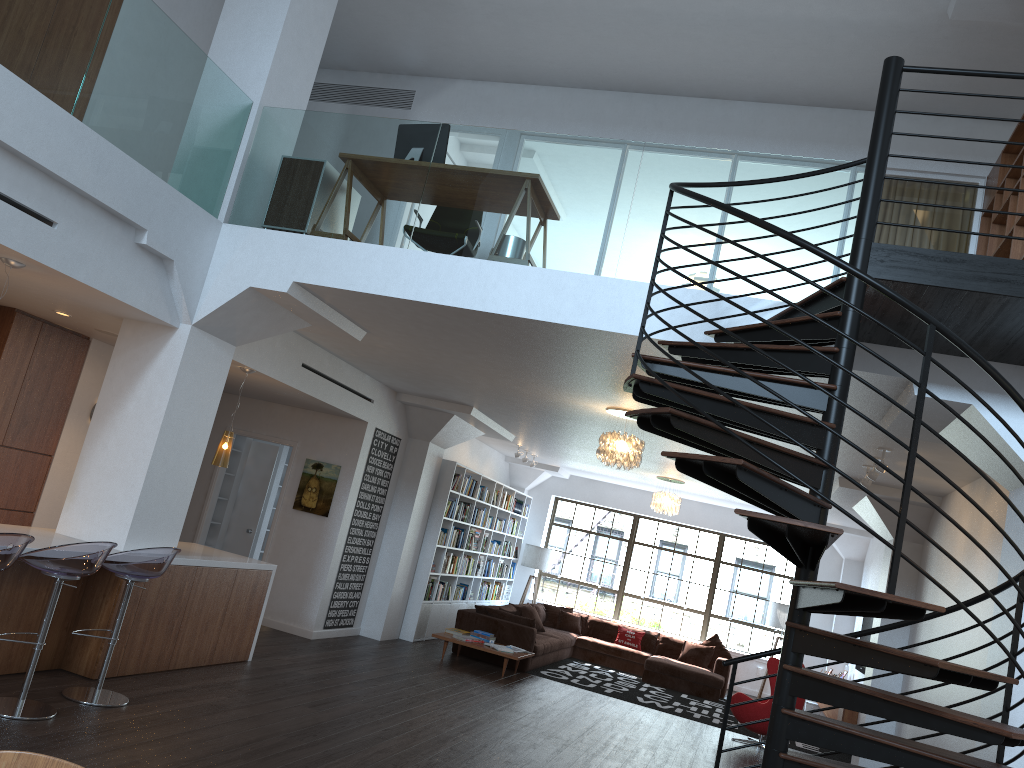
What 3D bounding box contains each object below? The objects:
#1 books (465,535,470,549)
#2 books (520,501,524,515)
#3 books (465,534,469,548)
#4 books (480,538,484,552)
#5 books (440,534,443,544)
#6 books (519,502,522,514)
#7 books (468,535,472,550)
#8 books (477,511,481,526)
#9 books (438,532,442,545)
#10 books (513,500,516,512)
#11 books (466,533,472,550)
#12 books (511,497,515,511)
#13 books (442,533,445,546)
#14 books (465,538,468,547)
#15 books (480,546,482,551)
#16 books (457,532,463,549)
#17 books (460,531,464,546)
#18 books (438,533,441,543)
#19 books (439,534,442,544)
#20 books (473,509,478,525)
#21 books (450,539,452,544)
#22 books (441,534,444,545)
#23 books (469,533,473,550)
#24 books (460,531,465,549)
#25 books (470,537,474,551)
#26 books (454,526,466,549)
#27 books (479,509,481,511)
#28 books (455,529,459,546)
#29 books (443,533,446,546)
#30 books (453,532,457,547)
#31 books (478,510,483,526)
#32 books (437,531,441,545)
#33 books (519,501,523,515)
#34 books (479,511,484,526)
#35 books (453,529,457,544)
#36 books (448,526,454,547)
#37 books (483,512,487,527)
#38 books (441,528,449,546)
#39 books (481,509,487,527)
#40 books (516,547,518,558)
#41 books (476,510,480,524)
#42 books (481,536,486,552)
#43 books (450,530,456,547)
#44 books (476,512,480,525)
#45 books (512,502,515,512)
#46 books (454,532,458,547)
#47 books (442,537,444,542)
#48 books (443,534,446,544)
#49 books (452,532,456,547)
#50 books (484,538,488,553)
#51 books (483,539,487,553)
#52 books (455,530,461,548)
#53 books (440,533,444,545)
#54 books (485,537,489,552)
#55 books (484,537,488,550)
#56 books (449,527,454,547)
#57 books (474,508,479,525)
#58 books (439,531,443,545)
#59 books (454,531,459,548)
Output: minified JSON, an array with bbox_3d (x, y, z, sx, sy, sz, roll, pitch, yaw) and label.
[{"bbox_3d":[-0.728,2.324,13.135,0.161,0.223,0.032,10,-10,17],"label":"books"},{"bbox_3d":[0.090,2.182,15.726,0.183,0.253,0.042,10,-10,17],"label":"books"},{"bbox_3d":[-0.741,2.302,13.111,0.160,0.251,0.031,10,-10,17],"label":"books"},{"bbox_3d":[-0.533,2.503,13.872,0.161,0.223,0.030,10,-10,17],"label":"books"},{"bbox_3d":[-1.015,2.086,12.047,0.128,0.178,0.022,10,-10,17],"label":"books"},{"bbox_3d":[0.068,2.162,15.644,0.183,0.253,0.042,10,-10,17],"label":"books"},{"bbox_3d":[-0.694,2.352,13.245,0.161,0.223,0.032,10,-10,17],"label":"books"},{"bbox_3d":[-0.572,2.023,13.451,0.161,0.223,0.027,10,-10,17],"label":"books"},{"bbox_3d":[-1.026,2.071,11.976,0.128,0.178,0.022,10,-10,17],"label":"books"},{"bbox_3d":[-0.028,2.083,15.238,0.161,0.223,0.032,10,-10,17],"label":"books"},{"bbox_3d":[-0.715,2.326,13.177,0.174,0.240,0.054,10,-10,17],"label":"books"},{"bbox_3d":[-0.077,2.018,15.121,0.198,0.284,0.049,10,-10,17],"label":"books"},{"bbox_3d":[-0.986,2.111,12.113,0.120,0.167,0.020,10,-10,17],"label":"books"},{"bbox_3d":[-0.756,2.275,13.078,0.198,0.284,0.049,10,-10,17],"label":"books"},{"bbox_3d":[-0.545,2.482,13.850,0.160,0.251,0.029,10,-10,17],"label":"books"},{"bbox_3d":[-0.815,2.234,12.790,0.174,0.239,0.045,10,-10,17],"label":"books"},{"bbox_3d":[-0.810,2.235,12.831,0.182,0.253,0.034,10,-10,17],"label":"books"},{"bbox_3d":[-1.035,2.055,11.961,0.127,0.200,0.020,10,-10,17],"label":"books"},{"bbox_3d":[-1.023,2.076,11.997,0.128,0.178,0.021,10,-10,17],"label":"books"},{"bbox_3d":[-0.628,1.963,13.236,0.174,0.239,0.045,10,-10,17],"label":"books"},{"bbox_3d":[-0.921,2.153,12.429,0.161,0.223,0.027,10,-10,17],"label":"books"},{"bbox_3d":[-0.995,2.109,12.076,0.110,0.153,0.019,10,-10,17],"label":"books"},{"bbox_3d":[-0.695,2.343,13.287,0.183,0.253,0.042,10,-10,17],"label":"books"},{"bbox_3d":[-0.792,2.245,12.860,0.182,0.253,0.034,10,-10,17],"label":"books"},{"bbox_3d":[-0.659,2.396,13.393,0.161,0.207,0.135,10,-10,16],"label":"books"},{"bbox_3d":[-0.782,2.239,12.925,0.176,0.294,0.102,10,-10,17],"label":"books"},{"bbox_3d":[-0.570,2.015,13.480,0.159,0.250,0.026,10,-10,17],"label":"books"},{"bbox_3d":[-0.870,2.193,12.672,0.182,0.253,0.034,10,-10,17],"label":"books"},{"bbox_3d":[-0.967,2.124,12.160,0.107,0.167,0.017,10,-10,17],"label":"books"},{"bbox_3d":[-0.874,2.189,12.572,0.161,0.223,0.027,10,-10,17],"label":"books"},{"bbox_3d":[-0.559,2.026,13.519,0.170,0.245,0.057,10,-10,17],"label":"books"},{"bbox_3d":[-1.043,2.049,11.929,0.136,0.196,0.045,10,-10,17],"label":"books"},{"bbox_3d":[0.077,2.171,15.686,0.183,0.253,0.042,10,-10,17],"label":"books"},{"bbox_3d":[-0.544,2.042,13.565,0.174,0.239,0.045,10,-10,17],"label":"books"},{"bbox_3d":[-0.885,2.169,12.552,0.159,0.250,0.026,10,-10,17],"label":"books"},{"bbox_3d":[-0.944,2.100,12.340,0.197,0.283,0.065,10,-10,17],"label":"books"},{"bbox_3d":[-0.486,2.085,13.763,0.159,0.250,0.026,10,-10,17],"label":"books"},{"bbox_3d":[-0.967,2.098,12.203,0.140,0.231,0.042,10,-10,17],"label":"books"},{"bbox_3d":[-0.514,2.050,13.701,0.197,0.283,0.065,10,-10,17],"label":"books"},{"bbox_3d":[0.016,3.006,15.938,0.182,0.215,0.188,10,-10,17],"label":"books"},{"bbox_3d":[-0.596,2.004,13.399,0.167,0.230,0.037,10,-10,17],"label":"books"},{"bbox_3d":[-0.518,2.498,13.913,0.174,0.251,0.051,10,-10,17],"label":"books"},{"bbox_3d":[-0.905,2.154,12.463,0.174,0.239,0.045,10,-10,17],"label":"books"},{"bbox_3d":[-0.581,2.017,13.426,0.161,0.223,0.026,10,-10,17],"label":"books"},{"bbox_3d":[-0.044,2.074,15.211,0.161,0.223,0.033,10,-10,17],"label":"books"},{"bbox_3d":[-0.870,2.195,12.598,0.161,0.223,0.026,10,-10,17],"label":"books"},{"bbox_3d":[-0.992,2.113,12.094,0.110,0.153,0.018,10,-10,17],"label":"books"},{"bbox_3d":[-0.974,2.120,12.136,0.106,0.162,0.032,10,-10,17],"label":"books"},{"bbox_3d":[-0.895,2.162,12.512,0.170,0.245,0.057,10,-10,17],"label":"books"},{"bbox_3d":[-0.482,2.540,14.078,0.171,0.246,0.036,10,-10,17],"label":"books"},{"bbox_3d":[-0.500,2.529,13.975,0.161,0.223,0.030,10,-10,17],"label":"books"},{"bbox_3d":[-0.840,2.204,12.697,0.182,0.253,0.034,10,-10,17],"label":"books"},{"bbox_3d":[-1.002,2.095,12.063,0.109,0.171,0.018,10,-10,17],"label":"books"},{"bbox_3d":[-0.475,2.545,14.113,0.160,0.251,0.036,10,-10,17],"label":"books"},{"bbox_3d":[-0.502,2.522,14.014,0.183,0.253,0.039,10,-10,17],"label":"books"},{"bbox_3d":[-0.924,2.111,12.396,0.176,0.290,0.053,10,-10,17],"label":"books"},{"bbox_3d":[-0.603,1.979,13.332,0.182,0.253,0.034,10,-10,17],"label":"books"},{"bbox_3d":[-1.022,2.077,12.024,0.134,0.184,0.030,10,-10,17],"label":"books"},{"bbox_3d":[-0.869,2.197,12.632,0.167,0.230,0.037,10,-10,17],"label":"books"}]
